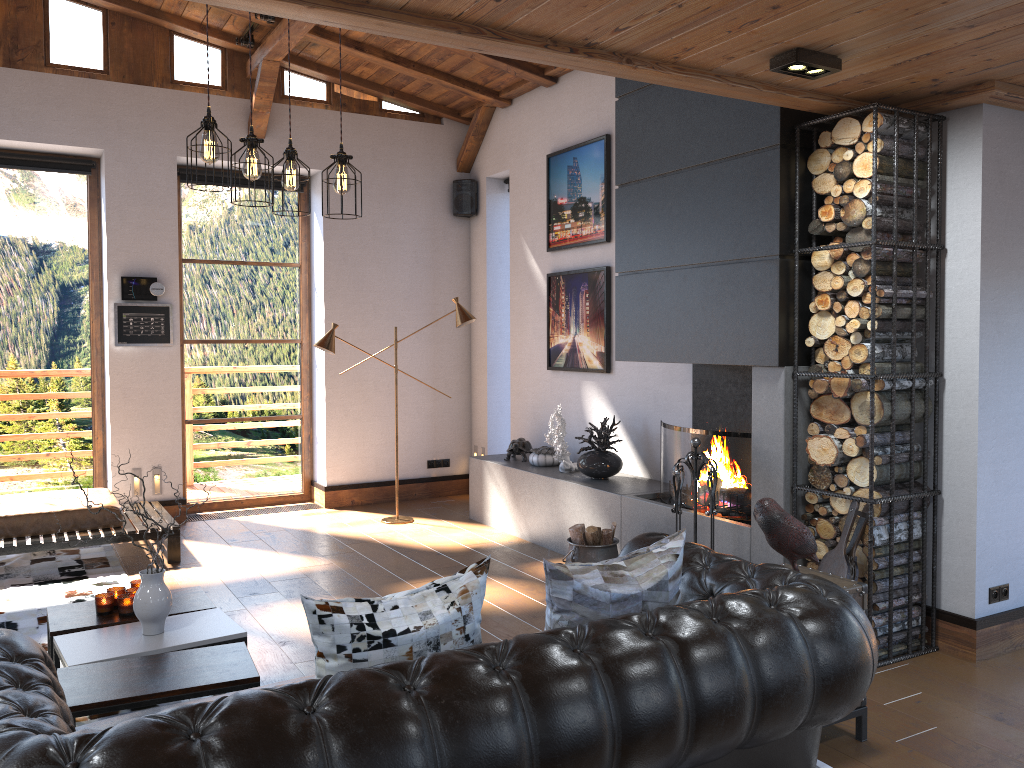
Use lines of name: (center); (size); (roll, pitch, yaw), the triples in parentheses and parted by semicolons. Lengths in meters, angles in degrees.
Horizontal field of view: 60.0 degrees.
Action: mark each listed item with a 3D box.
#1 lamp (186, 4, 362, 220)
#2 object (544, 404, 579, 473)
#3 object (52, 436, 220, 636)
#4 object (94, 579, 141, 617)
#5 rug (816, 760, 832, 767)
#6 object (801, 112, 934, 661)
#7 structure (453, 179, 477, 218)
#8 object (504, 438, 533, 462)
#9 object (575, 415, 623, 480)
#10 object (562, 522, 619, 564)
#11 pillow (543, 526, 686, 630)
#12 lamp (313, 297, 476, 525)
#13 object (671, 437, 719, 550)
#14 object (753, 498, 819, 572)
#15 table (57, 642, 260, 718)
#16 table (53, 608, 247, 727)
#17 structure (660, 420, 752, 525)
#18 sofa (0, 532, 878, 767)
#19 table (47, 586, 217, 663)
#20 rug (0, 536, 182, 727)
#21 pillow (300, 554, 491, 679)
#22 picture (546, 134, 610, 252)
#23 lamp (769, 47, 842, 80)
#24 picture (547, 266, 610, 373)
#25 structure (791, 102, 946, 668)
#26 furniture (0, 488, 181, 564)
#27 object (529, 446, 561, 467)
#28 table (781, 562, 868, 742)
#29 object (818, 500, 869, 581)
lamp: (-1.079, -1.879, 3.987); (0.812, 2.200, 0.258); (-2, 3, -39)
object: (0.365, 0.411, 6.744); (0.256, 0.532, 0.431); (1, 3, 29)
object: (-1.501, 0.605, 3.584); (0.624, 0.807, 0.403); (-1, 2, -19)
object: (-1.677, 0.951, 3.949); (0.245, 0.081, 0.303); (0, 3, 9)
rug: (-0.852, 1.388, 2.612); (4.086, 0.053, 2.408); (-2, 3, -29)
object: (1.768, 0.014, 4.426); (0.471, 2.610, 0.488); (-1, 2, -30)
structure: (-0.455, -1.809, 8.639); (0.216, 0.349, 0.211); (-2, 3, -30)
object: (0.057, 0.545, 7.440); (0.225, 0.182, 0.408); (0, 3, 14)
object: (0.634, 0.455, 6.403); (0.334, 0.455, 0.341); (0, 2, -4)
object: (0.500, 1.059, 5.477); (0.385, 0.431, 0.383); (0, 2, -4)
pillow: (0.285, 0.679, 2.656); (0.533, 0.469, 0.280); (-2, 3, -27)
lamp: (-0.970, 0.224, 7.444); (1.327, 1.898, 0.525); (-1, 2, -9)
object: (0.989, 0.795, 4.784); (0.306, 1.017, 0.309); (0, 2, 16)
object: (1.065, 0.606, 3.444); (0.247, 0.319, 0.150); (0, 2, 11)
table: (-1.266, 1.205, 3.173); (0.656, 0.350, 0.396); (-1, 3, -25)
table: (-1.457, 1.184, 3.584); (0.658, 0.350, 0.396); (-2, 3, -35)
structure: (1.129, 0.516, 5.293); (0.185, 0.514, 0.972); (-1, 3, -29)
sofa: (-0.160, 1.001, 2.466); (2.593, 0.838, 1.227); (-2, 3, -31)
table: (-1.692, 1.167, 3.949); (0.657, 0.350, 0.396); (-2, 3, -30)
rug: (-3.336, 1.287, 4.749); (2.457, 0.053, 3.771); (-2, 3, -29)
pillow: (-0.309, 0.698, 2.312); (0.533, 0.469, 0.280); (-2, 3, -27)
picture: (0.516, -1.501, 7.090); (0.036, 0.815, 0.870); (-1, 3, -29)
lamp: (1.196, -1.309, 3.609); (0.264, 0.068, 0.154); (-2, 3, -30)
picture: (0.520, -0.507, 7.127); (0.036, 0.815, 0.870); (-1, 3, -29)
structure: (1.763, 0.008, 4.416); (0.517, 2.615, 0.497); (-1, 2, -30)
furniture: (-3.792, 1.035, 5.959); (2.789, 0.436, 1.164); (-2, 3, -30)
object: (0.267, 0.573, 7.109); (0.261, 0.160, 0.278); (-2, 3, -27)
table: (1.093, 1.062, 3.464); (0.422, 0.609, 0.401); (-2, 3, -30)
object: (1.540, 0.939, 4.213); (0.264, 0.794, 0.267); (2, 3, 44)
